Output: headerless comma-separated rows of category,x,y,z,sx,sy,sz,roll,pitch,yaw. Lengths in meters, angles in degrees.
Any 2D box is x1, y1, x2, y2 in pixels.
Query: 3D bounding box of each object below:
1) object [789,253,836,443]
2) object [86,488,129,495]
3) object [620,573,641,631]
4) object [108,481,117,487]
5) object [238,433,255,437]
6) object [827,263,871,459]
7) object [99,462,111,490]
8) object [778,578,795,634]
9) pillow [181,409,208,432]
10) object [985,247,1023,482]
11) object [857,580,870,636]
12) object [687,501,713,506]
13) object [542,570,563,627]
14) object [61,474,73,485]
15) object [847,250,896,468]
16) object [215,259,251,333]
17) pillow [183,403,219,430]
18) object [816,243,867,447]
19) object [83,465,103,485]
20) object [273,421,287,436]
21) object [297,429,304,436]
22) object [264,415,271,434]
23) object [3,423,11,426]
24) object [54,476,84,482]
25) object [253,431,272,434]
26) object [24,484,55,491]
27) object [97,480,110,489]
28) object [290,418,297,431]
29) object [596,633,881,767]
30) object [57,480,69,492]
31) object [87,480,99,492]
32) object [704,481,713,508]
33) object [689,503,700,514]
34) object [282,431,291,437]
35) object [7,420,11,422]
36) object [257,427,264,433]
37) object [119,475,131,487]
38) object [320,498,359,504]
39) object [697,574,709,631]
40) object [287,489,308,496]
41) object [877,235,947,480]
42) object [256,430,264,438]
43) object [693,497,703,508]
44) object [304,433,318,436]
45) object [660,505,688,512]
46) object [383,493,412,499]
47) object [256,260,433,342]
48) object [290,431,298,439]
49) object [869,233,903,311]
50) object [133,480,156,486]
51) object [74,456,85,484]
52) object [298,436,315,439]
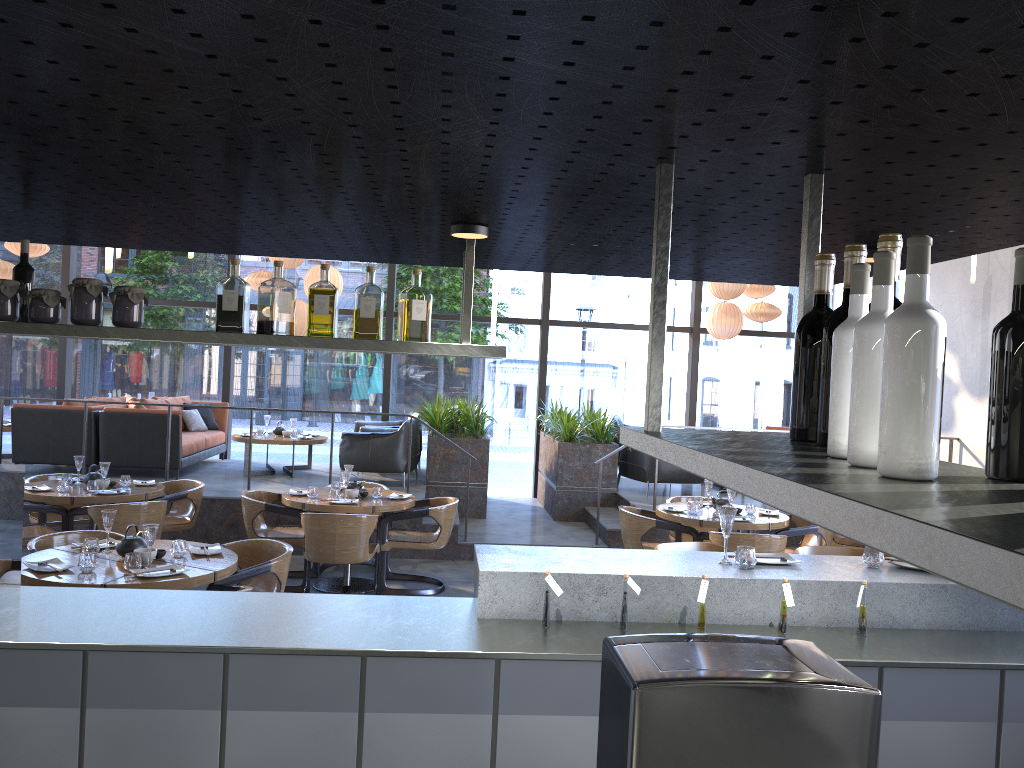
object,0.619,-0.073,1.781,0.101,0.378,0.100,3,1,-11
object,-3.158,0.843,6.905,0.170,0.025,0.294,3,1,43
object,0.434,0.804,3.304,0.048,0.203,0.096,3,1,40
object,-3.283,0.823,7.274,0.080,0.042,0.080,2,1,-20
object,-3.046,0.589,10.191,0.170,0.025,0.294,2,1,-24
object,0.540,-0.036,1.393,0.073,0.305,0.072,2,1,-17
object,-3.231,0.736,7.030,0.082,0.227,0.082,3,1,16
object,1.027,0.832,3.332,0.029,0.203,0.077,3,1,-14
pillow,-3.915,0.450,10.895,0.203,0.263,0.332,3,1,15
object,0.669,-0.026,1.165,0.073,0.305,0.072,3,1,39
object,1.327,0.846,3.354,0.042,0.203,0.076,3,1,28
object,1.683,1.059,7.858,0.294,0.025,0.170,2,1,-20
object,0.141,0.791,3.259,0.040,0.203,0.100,2,1,-33
object,-3.654,0.783,7.282,0.086,0.086,0.086,3,1,33
object,0.521,-0.035,1.258,0.073,0.305,0.072,3,1,38
object,-1.009,-0.316,3.217,0.105,0.274,0.105,3,1,-5
pillow,-3.927,0.413,11.177,0.242,0.345,0.418,3,1,36
object,0.629,-0.070,1.652,0.101,0.378,0.100,3,1,-11
object,-3.423,0.748,7.264,0.163,0.179,0.168,2,1,-39
object,-2.745,0.522,10.478,0.163,0.179,0.168,2,1,-39
object,-2.522,0.578,10.555,0.086,0.086,0.086,3,1,-1
object,-2.926,0.488,10.591,0.082,0.227,0.082,2,1,-23
object,-5.704,0.465,10.060,0.170,0.025,0.294,3,1,8
object,-3.711,0.809,7.465,0.170,0.025,0.294,3,1,31
object,-3.033,0.583,10.680,0.170,0.025,0.294,3,1,31
object,-3.685,0.817,6.917,0.294,0.025,0.170,3,1,43
object,-3.313,0.812,7.167,0.116,0.065,0.116,2,1,-37
object,-2.520,0.512,10.221,0.082,0.227,0.082,3,1,38
object,0.480,0.753,1.824,0.562,0.400,0.322,3,1,-5
object,-3.496,0.796,6.908,0.086,0.086,0.086,3,1,27
object,-3.294,0.804,6.969,0.086,0.086,0.086,2,1,-19
object,1.712,0.960,7.725,0.082,0.227,0.082,3,1,16
object,1.500,1.027,7.290,0.086,0.086,0.086,3,1,21
object,-2.635,0.586,10.382,0.116,0.065,0.116,3,1,25
object,-5.853,0.451,10.543,0.294,0.025,0.170,3,1,41
object,-2.976,0.557,10.497,0.086,0.086,0.086,3,1,33
object,-3.200,0.804,7.340,0.086,0.086,0.086,3,1,4
object,-1.362,0.927,6.992,0.294,0.025,0.170,3,1,-8
object,0.719,0.818,3.335,0.038,0.203,0.057,3,1,20
object,-1.763,0.903,7.333,0.170,0.025,0.294,3,1,-8
object,0.508,-0.034,1.121,0.073,0.305,0.072,3,1,27
object,-2.875,0.567,10.112,0.086,0.086,0.086,3,1,-1
object,1.613,1.027,7.682,0.086,0.086,0.086,2,1,-23
object,-2.413,0.613,10.674,0.170,0.025,0.294,2,1,-24
object,1.359,1.050,7.416,0.170,0.025,0.294,3,1,-8
object,-0.961,0.940,7.381,0.170,0.025,0.294,3,1,15
object,-0.608,-0.297,3.240,0.630,0.274,0.139,3,1,-6
object,-2.489,0.585,10.143,0.086,0.086,0.086,3,1,-1
object,0.640,-0.068,1.525,0.101,0.378,0.100,3,1,-11
object,-3.091,0.838,7.459,0.170,0.025,0.294,2,1,-24
object,-3.604,0.713,7.376,0.082,0.227,0.082,2,1,-23
object,-2.378,0.620,10.246,0.170,0.025,0.294,2,1,-24
